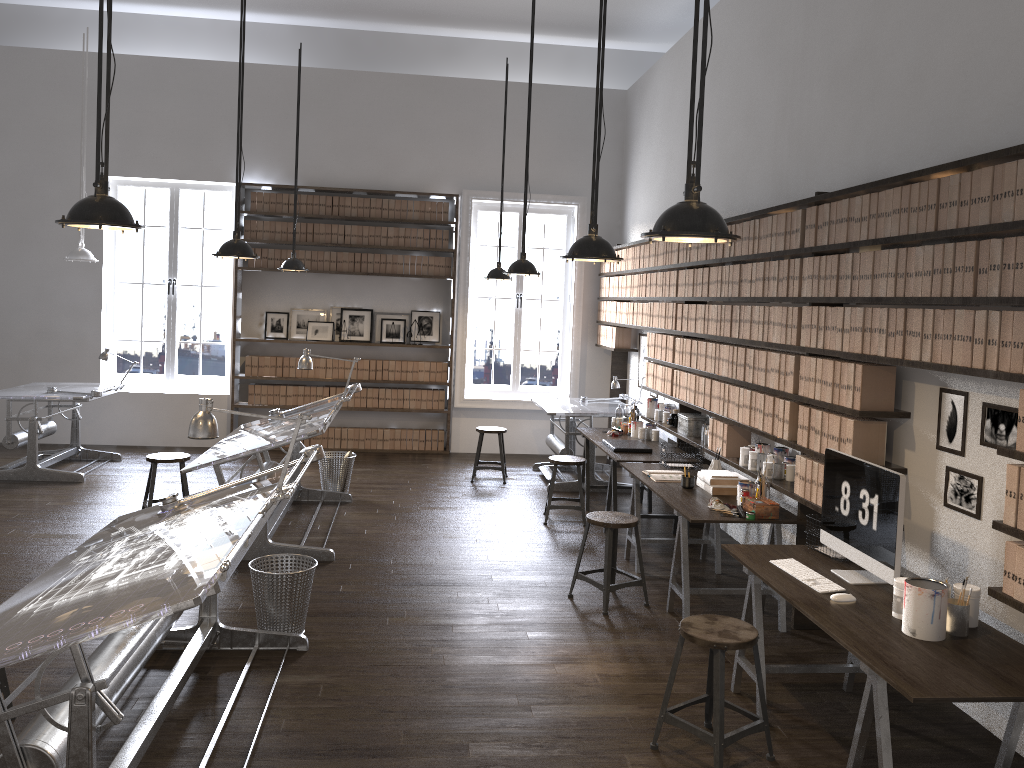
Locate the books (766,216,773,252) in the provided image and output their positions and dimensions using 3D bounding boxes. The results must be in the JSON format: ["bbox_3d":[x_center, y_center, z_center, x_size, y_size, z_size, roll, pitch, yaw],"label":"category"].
[{"bbox_3d":[1.663,-0.915,5.443,0.174,0.225,0.067,2,3,-6],"label":"books"}]

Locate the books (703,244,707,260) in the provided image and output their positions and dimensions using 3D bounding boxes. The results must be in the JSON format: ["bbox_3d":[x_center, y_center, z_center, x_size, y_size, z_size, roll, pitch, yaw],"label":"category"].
[{"bbox_3d":[1.529,-1.032,6.634,0.174,0.225,0.067,2,3,-7],"label":"books"}]

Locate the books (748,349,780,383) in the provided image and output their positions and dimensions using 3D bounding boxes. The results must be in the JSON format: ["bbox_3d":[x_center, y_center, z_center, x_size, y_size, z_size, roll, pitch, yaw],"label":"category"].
[{"bbox_3d":[1.609,-0.106,5.656,0.174,0.225,0.067,2,3,-7],"label":"books"}]

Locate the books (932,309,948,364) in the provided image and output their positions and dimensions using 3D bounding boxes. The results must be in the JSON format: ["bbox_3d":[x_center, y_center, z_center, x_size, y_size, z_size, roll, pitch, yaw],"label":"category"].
[{"bbox_3d":[1.846,-0.195,3.670,0.174,0.225,0.067,2,3,-6],"label":"books"}]

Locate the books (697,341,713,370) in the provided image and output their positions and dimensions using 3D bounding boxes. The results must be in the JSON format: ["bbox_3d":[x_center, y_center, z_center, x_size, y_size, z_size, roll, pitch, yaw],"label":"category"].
[{"bbox_3d":[1.497,-0.209,6.703,0.174,0.225,0.067,2,3,-7],"label":"books"}]

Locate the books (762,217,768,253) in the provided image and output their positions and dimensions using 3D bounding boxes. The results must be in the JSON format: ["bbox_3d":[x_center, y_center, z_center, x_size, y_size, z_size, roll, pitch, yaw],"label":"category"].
[{"bbox_3d":[1.659,-0.922,5.514,0.174,0.225,0.067,2,3,-7],"label":"books"}]

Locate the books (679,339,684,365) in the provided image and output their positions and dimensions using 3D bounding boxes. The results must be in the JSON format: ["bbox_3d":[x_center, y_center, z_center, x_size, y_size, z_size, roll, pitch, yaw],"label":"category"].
[{"bbox_3d":[1.444,-0.250,7.119,0.174,0.225,0.067,2,3,-6],"label":"books"}]

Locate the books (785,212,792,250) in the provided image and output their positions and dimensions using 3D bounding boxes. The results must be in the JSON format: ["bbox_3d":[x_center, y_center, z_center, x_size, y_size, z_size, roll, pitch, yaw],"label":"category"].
[{"bbox_3d":[1.697,-0.889,5.176,0.174,0.225,0.067,2,3,-7],"label":"books"}]

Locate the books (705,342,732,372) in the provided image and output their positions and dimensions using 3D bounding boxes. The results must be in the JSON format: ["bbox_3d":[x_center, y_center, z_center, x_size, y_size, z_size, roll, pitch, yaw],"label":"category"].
[{"bbox_3d":[1.518,-0.189,6.499,0.174,0.225,0.067,2,3,-7],"label":"books"}]

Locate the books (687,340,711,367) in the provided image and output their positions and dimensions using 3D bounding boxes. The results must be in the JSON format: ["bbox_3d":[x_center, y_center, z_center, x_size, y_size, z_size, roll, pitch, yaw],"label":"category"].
[{"bbox_3d":[1.468,-0.230,6.918,0.174,0.225,0.067,2,3,-7],"label":"books"}]

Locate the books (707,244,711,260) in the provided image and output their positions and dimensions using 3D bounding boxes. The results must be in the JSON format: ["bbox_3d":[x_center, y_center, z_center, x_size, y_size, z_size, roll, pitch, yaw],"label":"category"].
[{"bbox_3d":[1.542,-1.025,6.568,0.174,0.225,0.067,2,3,-6],"label":"books"}]

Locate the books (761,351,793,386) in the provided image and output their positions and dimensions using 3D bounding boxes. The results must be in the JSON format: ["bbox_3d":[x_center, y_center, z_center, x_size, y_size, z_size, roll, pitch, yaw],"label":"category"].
[{"bbox_3d":[1.631,-0.086,5.448,0.174,0.225,0.067,2,3,-7],"label":"books"}]

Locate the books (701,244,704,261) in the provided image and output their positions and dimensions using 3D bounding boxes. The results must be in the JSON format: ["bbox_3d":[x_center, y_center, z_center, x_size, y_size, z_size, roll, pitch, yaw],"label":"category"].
[{"bbox_3d":[1.526,-1.039,6.701,0.174,0.225,0.067,2,3,-6],"label":"books"}]

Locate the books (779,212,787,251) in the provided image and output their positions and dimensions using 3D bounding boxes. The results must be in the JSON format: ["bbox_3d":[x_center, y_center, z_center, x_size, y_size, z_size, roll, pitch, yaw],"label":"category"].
[{"bbox_3d":[1.684,-0.895,5.243,0.174,0.225,0.067,2,3,-6],"label":"books"}]

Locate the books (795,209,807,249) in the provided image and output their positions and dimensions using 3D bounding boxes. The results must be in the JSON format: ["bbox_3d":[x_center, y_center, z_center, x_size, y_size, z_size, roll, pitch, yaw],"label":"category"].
[{"bbox_3d":[1.709,-0.875,5.035,0.174,0.225,0.067,2,3,-6],"label":"books"}]

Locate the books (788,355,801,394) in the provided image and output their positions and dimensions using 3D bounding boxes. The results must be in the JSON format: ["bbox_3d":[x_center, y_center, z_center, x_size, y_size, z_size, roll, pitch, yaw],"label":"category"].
[{"bbox_3d":[1.675,-0.047,5.049,0.174,0.225,0.067,2,3,-6],"label":"books"}]

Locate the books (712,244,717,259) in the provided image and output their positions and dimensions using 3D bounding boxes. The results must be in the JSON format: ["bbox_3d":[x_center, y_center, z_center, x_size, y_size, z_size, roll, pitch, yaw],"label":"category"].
[{"bbox_3d":[1.554,-1.012,6.427,0.174,0.225,0.067,2,3,-7],"label":"books"}]

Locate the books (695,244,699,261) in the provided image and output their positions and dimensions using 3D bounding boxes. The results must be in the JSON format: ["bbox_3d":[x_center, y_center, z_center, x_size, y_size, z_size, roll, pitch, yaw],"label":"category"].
[{"bbox_3d":[1.508,-1.052,6.835,0.174,0.225,0.067,2,3,-7],"label":"books"}]

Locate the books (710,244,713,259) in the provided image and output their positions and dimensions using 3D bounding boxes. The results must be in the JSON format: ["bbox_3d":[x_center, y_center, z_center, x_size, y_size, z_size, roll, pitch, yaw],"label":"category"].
[{"bbox_3d":[1.550,-1.018,6.498,0.174,0.225,0.067,2,3,-6],"label":"books"}]

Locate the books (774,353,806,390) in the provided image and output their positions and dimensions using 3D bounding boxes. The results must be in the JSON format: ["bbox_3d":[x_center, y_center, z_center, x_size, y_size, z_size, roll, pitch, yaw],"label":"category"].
[{"bbox_3d":[1.654,-0.067,5.253,0.174,0.225,0.067,2,3,-7],"label":"books"}]

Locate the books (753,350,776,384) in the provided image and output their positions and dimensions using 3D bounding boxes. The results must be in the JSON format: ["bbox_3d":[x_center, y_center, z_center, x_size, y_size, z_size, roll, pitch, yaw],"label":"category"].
[{"bbox_3d":[1.621,-0.099,5.586,0.174,0.225,0.067,2,3,-6],"label":"books"}]

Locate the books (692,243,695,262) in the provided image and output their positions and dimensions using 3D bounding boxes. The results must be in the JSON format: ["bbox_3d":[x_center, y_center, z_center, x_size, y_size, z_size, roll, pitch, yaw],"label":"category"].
[{"bbox_3d":[1.504,-1.059,6.905,0.174,0.225,0.067,2,3,-6],"label":"books"}]

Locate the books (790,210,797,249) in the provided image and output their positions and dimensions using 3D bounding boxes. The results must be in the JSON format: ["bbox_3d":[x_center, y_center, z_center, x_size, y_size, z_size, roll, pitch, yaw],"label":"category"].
[{"bbox_3d":[1.705,-0.882,5.106,0.174,0.225,0.067,2,3,-7],"label":"books"}]

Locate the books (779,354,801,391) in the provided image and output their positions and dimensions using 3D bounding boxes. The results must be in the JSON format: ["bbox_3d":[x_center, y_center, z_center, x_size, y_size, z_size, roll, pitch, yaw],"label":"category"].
[{"bbox_3d":[1.665,-0.060,5.184,0.174,0.225,0.067,2,3,-6],"label":"books"}]

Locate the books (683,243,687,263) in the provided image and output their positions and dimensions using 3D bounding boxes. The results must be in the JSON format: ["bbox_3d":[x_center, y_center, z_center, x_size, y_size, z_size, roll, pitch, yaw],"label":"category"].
[{"bbox_3d":[1.475,-1.079,7.115,0.174,0.225,0.067,2,3,-7],"label":"books"}]

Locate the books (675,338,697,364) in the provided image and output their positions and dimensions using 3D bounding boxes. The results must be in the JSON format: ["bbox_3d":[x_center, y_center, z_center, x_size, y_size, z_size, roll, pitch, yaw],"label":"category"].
[{"bbox_3d":[1.431,-0.264,7.263,0.174,0.225,0.067,2,3,-7],"label":"books"}]

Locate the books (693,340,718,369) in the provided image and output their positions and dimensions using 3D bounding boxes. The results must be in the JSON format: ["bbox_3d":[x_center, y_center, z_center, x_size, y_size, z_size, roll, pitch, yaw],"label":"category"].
[{"bbox_3d":[1.485,-0.216,6.773,0.174,0.225,0.067,2,3,-6],"label":"books"}]

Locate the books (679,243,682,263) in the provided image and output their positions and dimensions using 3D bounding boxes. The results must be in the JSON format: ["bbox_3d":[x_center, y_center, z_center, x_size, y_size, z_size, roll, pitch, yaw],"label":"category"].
[{"bbox_3d":[1.464,-1.092,7.250,0.174,0.225,0.067,2,3,-7],"label":"books"}]

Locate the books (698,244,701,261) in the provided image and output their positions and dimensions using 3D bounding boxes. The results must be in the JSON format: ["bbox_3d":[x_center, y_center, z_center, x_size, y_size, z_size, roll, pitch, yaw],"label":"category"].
[{"bbox_3d":[1.518,-1.045,6.763,0.174,0.225,0.067,2,3,-6],"label":"books"}]

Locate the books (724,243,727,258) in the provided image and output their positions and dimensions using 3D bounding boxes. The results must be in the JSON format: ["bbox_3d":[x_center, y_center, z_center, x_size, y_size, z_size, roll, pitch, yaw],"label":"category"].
[{"bbox_3d":[1.583,-0.990,6.209,0.174,0.225,0.067,2,3,-7],"label":"books"}]

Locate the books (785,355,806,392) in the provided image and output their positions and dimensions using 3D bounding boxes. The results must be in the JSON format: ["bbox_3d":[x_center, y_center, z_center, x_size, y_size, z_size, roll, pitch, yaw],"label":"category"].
[{"bbox_3d":[1.675,-0.053,5.115,0.174,0.225,0.067,2,3,-6],"label":"books"}]

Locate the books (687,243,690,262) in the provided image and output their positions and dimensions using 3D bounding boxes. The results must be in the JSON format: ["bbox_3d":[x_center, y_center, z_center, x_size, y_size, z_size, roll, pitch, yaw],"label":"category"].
[{"bbox_3d":[1.487,-1.072,7.044,0.174,0.225,0.067,2,3,-7],"label":"books"}]

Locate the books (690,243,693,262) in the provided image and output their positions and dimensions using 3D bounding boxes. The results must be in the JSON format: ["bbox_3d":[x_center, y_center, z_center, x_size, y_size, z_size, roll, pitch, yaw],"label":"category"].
[{"bbox_3d":[1.498,-1.065,6.975,0.174,0.225,0.067,2,3,-6],"label":"books"}]

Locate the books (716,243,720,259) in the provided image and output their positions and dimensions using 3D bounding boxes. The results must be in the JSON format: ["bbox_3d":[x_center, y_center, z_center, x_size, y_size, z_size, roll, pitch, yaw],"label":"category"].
[{"bbox_3d":[1.567,-1.005,6.357,0.174,0.225,0.067,2,3,-7],"label":"books"}]

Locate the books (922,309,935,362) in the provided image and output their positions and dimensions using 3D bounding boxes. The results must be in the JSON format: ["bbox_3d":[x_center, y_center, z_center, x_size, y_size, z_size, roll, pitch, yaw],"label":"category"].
[{"bbox_3d":[1.835,-0.201,3.739,0.174,0.225,0.067,2,3,-7],"label":"books"}]

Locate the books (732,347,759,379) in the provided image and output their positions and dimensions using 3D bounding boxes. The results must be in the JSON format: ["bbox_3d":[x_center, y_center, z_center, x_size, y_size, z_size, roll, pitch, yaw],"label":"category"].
[{"bbox_3d":[1.579,-0.135,5.950,0.174,0.225,0.067,2,3,-6],"label":"books"}]

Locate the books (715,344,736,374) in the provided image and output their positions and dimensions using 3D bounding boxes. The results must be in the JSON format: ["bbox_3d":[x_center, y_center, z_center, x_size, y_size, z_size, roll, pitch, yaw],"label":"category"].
[{"bbox_3d":[1.541,-0.169,6.295,0.174,0.225,0.067,2,3,-7],"label":"books"}]

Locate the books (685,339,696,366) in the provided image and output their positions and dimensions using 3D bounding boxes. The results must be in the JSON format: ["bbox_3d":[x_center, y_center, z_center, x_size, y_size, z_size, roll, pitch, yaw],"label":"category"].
[{"bbox_3d":[1.465,-0.237,6.992,0.174,0.225,0.067,2,3,-6],"label":"books"}]

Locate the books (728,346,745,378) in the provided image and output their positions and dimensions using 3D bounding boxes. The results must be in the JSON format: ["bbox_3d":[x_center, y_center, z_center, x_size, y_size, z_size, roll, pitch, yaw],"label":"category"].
[{"bbox_3d":[1.567,-0.141,6.012,0.174,0.225,0.067,2,3,-7],"label":"books"}]

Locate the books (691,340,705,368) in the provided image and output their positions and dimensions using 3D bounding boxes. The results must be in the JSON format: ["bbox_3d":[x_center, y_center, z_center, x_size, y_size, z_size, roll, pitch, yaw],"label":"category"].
[{"bbox_3d":[1.482,-0.223,6.844,0.174,0.225,0.067,2,3,-6],"label":"books"}]

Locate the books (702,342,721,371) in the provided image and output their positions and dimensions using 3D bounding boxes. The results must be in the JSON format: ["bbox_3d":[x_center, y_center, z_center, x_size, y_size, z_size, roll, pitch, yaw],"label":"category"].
[{"bbox_3d":[1.506,-0.196,6.565,0.174,0.225,0.067,2,3,-6],"label":"books"}]

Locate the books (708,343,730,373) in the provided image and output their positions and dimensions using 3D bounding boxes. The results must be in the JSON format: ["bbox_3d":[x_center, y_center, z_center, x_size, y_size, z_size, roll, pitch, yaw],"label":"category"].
[{"bbox_3d":[1.524,-0.183,6.437,0.174,0.225,0.067,2,3,-7],"label":"books"}]

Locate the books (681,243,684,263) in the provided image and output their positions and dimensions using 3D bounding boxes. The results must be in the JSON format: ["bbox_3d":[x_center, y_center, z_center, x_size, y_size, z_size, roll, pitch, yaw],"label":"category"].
[{"bbox_3d":[1.467,-1.086,7.187,0.174,0.225,0.067,2,3,-6],"label":"books"}]

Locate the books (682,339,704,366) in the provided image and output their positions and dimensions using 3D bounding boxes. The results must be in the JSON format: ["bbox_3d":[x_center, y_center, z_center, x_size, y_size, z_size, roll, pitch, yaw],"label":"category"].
[{"bbox_3d":[1.455,-0.244,7.057,0.174,0.225,0.067,2,3,-7],"label":"books"}]

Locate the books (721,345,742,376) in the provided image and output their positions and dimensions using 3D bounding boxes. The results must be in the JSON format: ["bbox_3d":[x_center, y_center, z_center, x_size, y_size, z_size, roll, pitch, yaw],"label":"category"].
[{"bbox_3d":[1.555,-0.155,6.156,0.174,0.225,0.067,2,3,-6],"label":"books"}]

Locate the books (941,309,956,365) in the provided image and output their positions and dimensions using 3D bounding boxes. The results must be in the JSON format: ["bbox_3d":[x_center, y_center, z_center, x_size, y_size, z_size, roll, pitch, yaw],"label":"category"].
[{"bbox_3d":[1.852,-0.188,3.601,0.174,0.225,0.067,2,3,-6],"label":"books"}]

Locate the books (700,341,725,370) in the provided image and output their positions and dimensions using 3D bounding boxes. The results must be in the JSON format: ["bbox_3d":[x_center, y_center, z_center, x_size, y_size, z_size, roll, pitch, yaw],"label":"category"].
[{"bbox_3d":[1.505,-0.202,6.633,0.174,0.225,0.067,2,3,-7],"label":"books"}]

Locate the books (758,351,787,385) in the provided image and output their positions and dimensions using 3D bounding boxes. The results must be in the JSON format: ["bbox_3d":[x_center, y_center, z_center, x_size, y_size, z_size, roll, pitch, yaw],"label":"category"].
[{"bbox_3d":[1.629,-0.092,5.515,0.174,0.225,0.067,2,3,-6],"label":"books"}]

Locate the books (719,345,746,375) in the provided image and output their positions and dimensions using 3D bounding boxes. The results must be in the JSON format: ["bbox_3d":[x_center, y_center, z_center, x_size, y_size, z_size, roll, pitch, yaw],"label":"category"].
[{"bbox_3d":[1.551,-0.162,6.226,0.174,0.225,0.067,2,3,-7],"label":"books"}]

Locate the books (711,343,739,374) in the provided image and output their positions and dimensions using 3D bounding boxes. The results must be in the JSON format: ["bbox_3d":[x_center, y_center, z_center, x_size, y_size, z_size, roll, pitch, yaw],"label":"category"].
[{"bbox_3d":[1.530,-0.176,6.365,0.174,0.225,0.067,2,3,-6],"label":"books"}]

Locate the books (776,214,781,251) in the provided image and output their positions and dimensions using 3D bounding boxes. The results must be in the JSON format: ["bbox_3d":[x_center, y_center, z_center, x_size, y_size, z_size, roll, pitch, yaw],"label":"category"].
[{"bbox_3d":[1.681,-0.902,5.309,0.174,0.225,0.067,2,3,-7],"label":"books"}]

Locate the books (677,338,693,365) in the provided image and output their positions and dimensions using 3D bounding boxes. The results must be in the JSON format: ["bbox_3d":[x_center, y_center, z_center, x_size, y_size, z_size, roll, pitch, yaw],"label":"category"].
[{"bbox_3d":[1.436,-0.257,7.191,0.174,0.225,0.067,2,3,-7],"label":"books"}]

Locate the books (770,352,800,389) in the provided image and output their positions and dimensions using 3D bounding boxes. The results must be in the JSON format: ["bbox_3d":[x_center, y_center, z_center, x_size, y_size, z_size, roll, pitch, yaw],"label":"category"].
[{"bbox_3d":[1.648,-0.073,5.319,0.174,0.225,0.067,2,3,-6],"label":"books"}]

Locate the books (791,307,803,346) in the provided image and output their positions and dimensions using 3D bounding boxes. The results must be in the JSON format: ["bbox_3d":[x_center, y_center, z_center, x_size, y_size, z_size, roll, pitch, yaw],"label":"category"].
[{"bbox_3d":[1.691,-0.323,5.041,0.174,0.225,0.067,2,3,-6],"label":"books"}]

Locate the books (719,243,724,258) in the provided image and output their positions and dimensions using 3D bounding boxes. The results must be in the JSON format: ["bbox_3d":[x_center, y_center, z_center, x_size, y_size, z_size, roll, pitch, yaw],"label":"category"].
[{"bbox_3d":[1.569,-0.997,6.282,0.174,0.225,0.067,2,3,-6],"label":"books"}]

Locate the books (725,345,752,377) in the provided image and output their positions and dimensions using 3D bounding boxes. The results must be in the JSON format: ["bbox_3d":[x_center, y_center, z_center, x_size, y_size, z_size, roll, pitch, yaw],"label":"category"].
[{"bbox_3d":[1.559,-0.149,6.084,0.174,0.225,0.067,2,3,-6],"label":"books"}]

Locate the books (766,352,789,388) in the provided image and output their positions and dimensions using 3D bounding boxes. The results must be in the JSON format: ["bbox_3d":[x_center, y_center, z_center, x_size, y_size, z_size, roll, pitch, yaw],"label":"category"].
[{"bbox_3d":[1.643,-0.079,5.382,0.174,0.225,0.067,2,3,-6],"label":"books"}]

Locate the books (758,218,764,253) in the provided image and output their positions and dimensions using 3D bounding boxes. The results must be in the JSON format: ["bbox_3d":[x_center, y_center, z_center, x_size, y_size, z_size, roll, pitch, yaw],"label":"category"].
[{"bbox_3d":[1.653,-0.929,5.583,0.174,0.225,0.067,2,3,-7],"label":"books"}]
